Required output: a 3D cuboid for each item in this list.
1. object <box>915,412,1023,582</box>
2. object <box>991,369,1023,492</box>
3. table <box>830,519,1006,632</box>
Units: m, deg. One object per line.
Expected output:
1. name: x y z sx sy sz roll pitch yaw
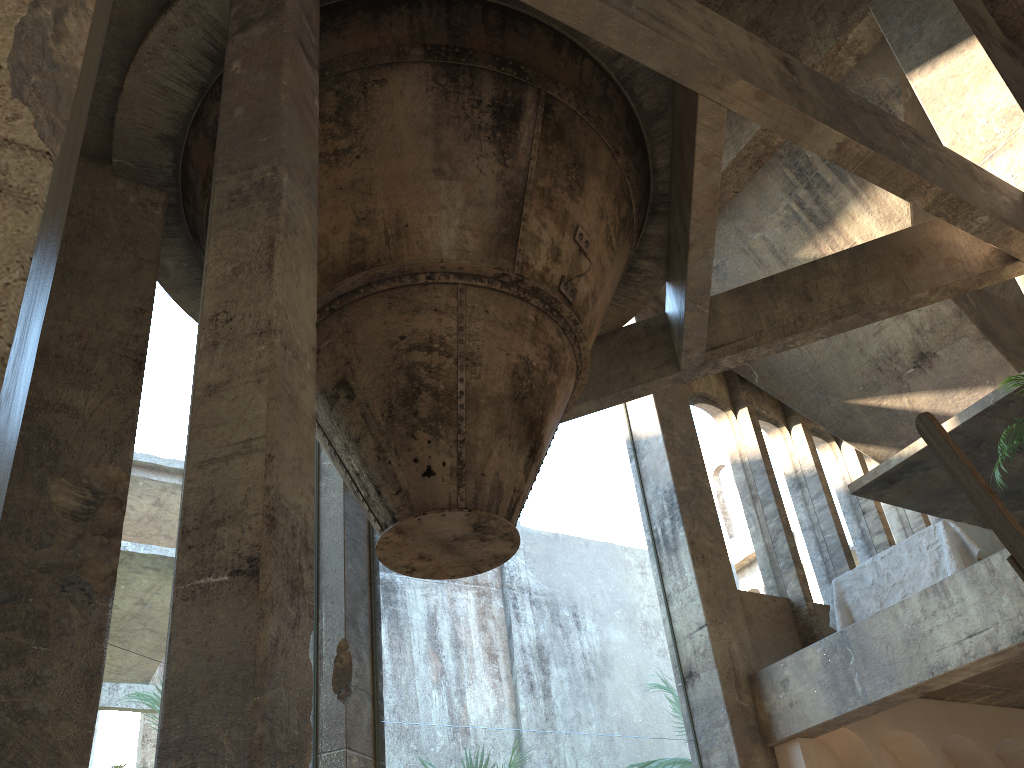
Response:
1. object: 1.035 0.884 0.968 0.684 2.016 0.745 -6 -33 -2
2. object: 4.800 0.450 7.288 1.366 1.700 1.478 9 -37 -23
3. table: 3.963 2.004 8.483 1.127 0.755 1.838 13 -40 -27
